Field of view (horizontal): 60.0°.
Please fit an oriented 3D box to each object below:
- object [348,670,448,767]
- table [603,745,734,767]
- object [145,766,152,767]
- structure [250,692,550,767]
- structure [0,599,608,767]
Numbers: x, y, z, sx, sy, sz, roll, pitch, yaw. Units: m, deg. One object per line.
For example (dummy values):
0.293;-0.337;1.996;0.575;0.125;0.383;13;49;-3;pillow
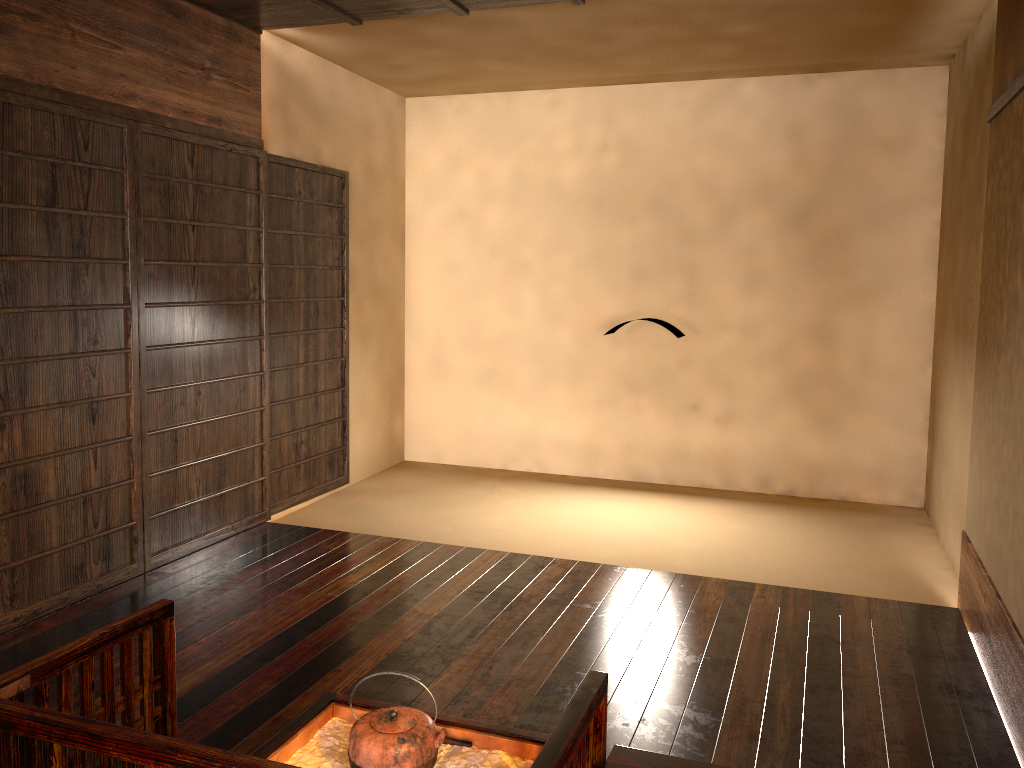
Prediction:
-0.259;0.729;1.937;0.198;0.215;0.198;-3;7;-31;object
0.534;1.011;1.528;0.880;0.336;0.602;3;7;20;table
-0.767;0.983;2.065;0.267;0.147;0.267;-1;7;-14;object
-0.237;0.967;1.951;0.666;0.299;0.454;3;7;20;structure
-0.458;0.874;1.868;1.197;0.498;0.599;3;7;20;structure
